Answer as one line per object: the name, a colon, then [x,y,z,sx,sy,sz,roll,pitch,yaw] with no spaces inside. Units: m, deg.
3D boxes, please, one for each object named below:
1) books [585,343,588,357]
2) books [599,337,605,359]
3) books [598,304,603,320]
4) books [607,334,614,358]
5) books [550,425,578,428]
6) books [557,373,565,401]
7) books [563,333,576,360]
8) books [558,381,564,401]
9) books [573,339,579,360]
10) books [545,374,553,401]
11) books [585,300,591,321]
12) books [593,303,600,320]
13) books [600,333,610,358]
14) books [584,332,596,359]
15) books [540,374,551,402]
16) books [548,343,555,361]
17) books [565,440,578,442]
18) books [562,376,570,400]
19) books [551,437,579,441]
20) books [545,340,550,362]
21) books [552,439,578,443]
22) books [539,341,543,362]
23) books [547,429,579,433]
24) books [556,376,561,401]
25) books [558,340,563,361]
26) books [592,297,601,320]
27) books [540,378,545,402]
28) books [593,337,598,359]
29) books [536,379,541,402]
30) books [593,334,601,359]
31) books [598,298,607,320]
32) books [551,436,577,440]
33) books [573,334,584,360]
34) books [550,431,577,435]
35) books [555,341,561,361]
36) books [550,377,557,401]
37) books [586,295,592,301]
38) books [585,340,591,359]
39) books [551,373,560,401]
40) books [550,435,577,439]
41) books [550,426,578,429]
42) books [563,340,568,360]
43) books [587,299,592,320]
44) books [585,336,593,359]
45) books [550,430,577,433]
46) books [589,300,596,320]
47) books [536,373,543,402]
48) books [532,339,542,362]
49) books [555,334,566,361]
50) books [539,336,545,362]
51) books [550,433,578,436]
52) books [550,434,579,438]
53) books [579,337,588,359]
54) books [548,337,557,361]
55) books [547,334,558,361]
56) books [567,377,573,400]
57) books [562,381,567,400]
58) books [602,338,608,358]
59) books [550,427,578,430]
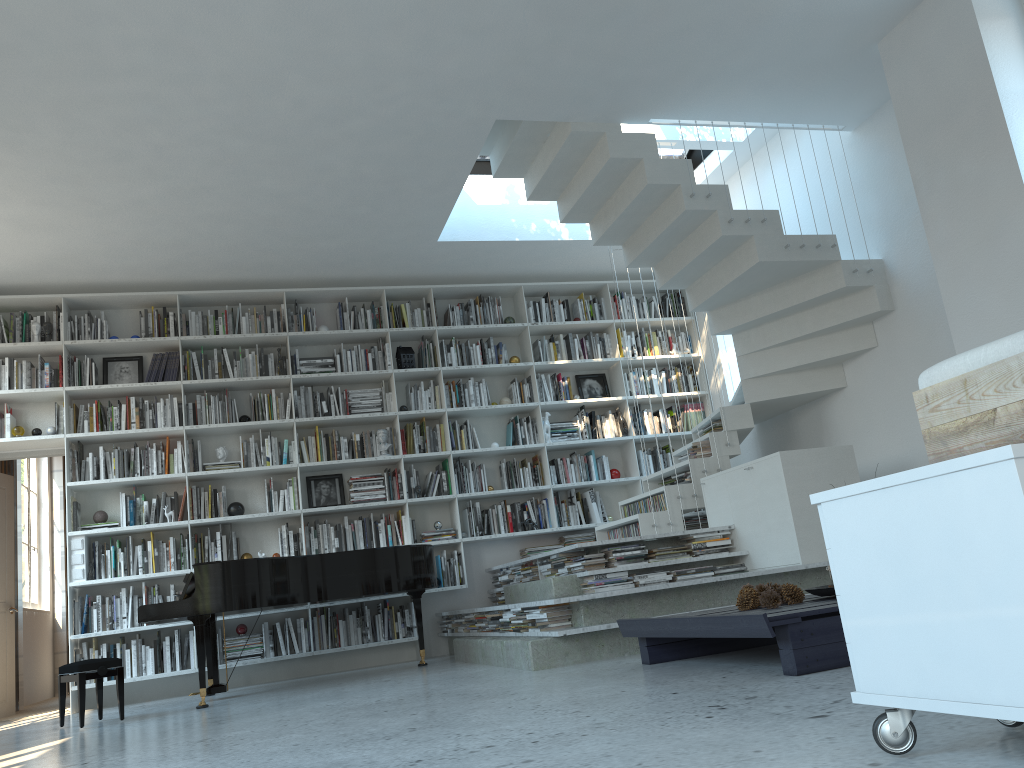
books: [0.660,-0.275,8.253,0.013,0.215,0.178,-4,-14,-18]
books: [0.811,-0.298,8.298,0.030,0.240,0.162,-4,-14,-18]
books: [0.821,-0.635,8.418,0.031,0.211,0.132,-4,-14,-18]
books: [0.896,-0.314,8.331,0.031,0.264,0.170,-4,-14,-18]
books: [0.434,0.400,8.009,0.285,0.012,0.160,-4,-14,-16]
books: [0.431,0.060,8.089,0.014,0.284,0.176,-4,-14,-18]
books: [0.513,-0.302,8.164,0.032,0.264,0.246,-4,-14,-18]
books: [0.426,0.096,8.066,0.013,0.206,0.190,-4,-14,-18]
books: [0.570,-0.281,8.206,0.030,0.229,0.187,-4,-14,-18]
books: [0.331,0.070,8.073,0.012,0.284,0.160,-4,-14,-18]
books: [0.693,-0.651,8.359,0.031,0.248,0.165,-4,-14,-18]
books: [0.775,-0.637,8.379,0.029,0.209,0.170,-4,-14,-18]
books: [0.867,-0.321,8.327,0.026,0.283,0.147,-4,-14,-18]
books: [0.727,-0.321,8.269,0.022,0.294,0.181,-4,-14,-18]
books: [0.292,0.069,8.055,0.065,0.288,0.146,-4,-14,-18]
books: [0.345,-0.255,8.140,0.025,0.207,0.175,-4,-14,-18]
books: [0.451,0.539,7.971,0.285,0.012,0.160,-4,-14,-14]
books: [0.480,0.074,8.104,0.021,0.252,0.167,-4,-14,-18]
books: [0.448,0.515,7.974,0.285,0.012,0.160,-5,-14,-13]
books: [0.311,-0.268,8.158,0.026,0.250,0.131,-4,-14,-18]
books: [0.449,0.528,7.974,0.254,0.012,0.161,-2,-15,-21]
books: [0.247,-0.260,8.127,0.013,0.236,0.142,-4,-14,-18]
books: [0.439,0.434,7.999,0.285,0.012,0.160,-3,-14,-20]
books: [0.400,0.075,8.092,0.020,0.266,0.152,-4,-14,-18]
books: [0.423,-0.267,8.196,0.024,0.235,0.147,-4,-14,-18]
books: [0.792,-0.668,8.412,0.025,0.278,0.136,-4,-14,-18]
books: [0.260,0.090,8.034,0.011,0.247,0.156,-4,-14,-18]
books: [0.756,-0.298,8.283,0.011,0.248,0.152,-4,-14,-18]
books: [0.220,0.095,8.045,0.030,0.253,0.128,-4,-14,-18]
books: [0.779,-0.313,8.284,0.036,0.271,0.177,-4,-14,-18]
books: [0.851,-0.667,8.412,0.026,0.262,0.163,-4,-14,-18]
books: [0.446,0.504,7.980,0.254,0.012,0.161,-4,-14,-14]
books: [0.611,-0.303,8.253,0.048,0.282,0.163,-4,-14,-18]
books: [0.438,0.460,7.999,0.254,0.012,0.161,-3,-14,-17]
books: [0.402,-0.263,8.173,0.030,0.223,0.158,-4,-14,-18]
books: [0.355,0.079,8.089,0.043,0.268,0.131,-4,-14,-18]
books: [0.743,-0.675,8.395,0.020,0.298,0.131,-4,-14,-18]
books: [0.684,-0.280,8.250,0.031,0.217,0.166,-4,-14,-18]
books: [0.387,0.062,8.077,0.012,0.286,0.177,-4,-14,-18]
books: [0.443,0.494,7.986,0.254,0.012,0.161,-4,-14,-16]
books: [0.437,0.410,8.000,0.285,0.012,0.160,-2,-15,-22]
books: [0.473,-0.274,8.200,0.025,0.238,0.143,-4,-14,-18]
books: [0.711,-0.652,8.381,0.017,0.256,0.147,-4,-14,-18]
books: [0.704,-0.301,8.272,0.023,0.263,0.156,-4,-14,-18]
books: [0.442,0.445,7.992,0.254,0.012,0.161,-5,-14,-13]
books: [0.735,-0.648,8.364,0.018,0.234,0.187,-4,-14,-18]
books: [0.242,0.067,8.044,0.015,0.300,0.141,-4,-14,-18]
books: [0.233,-0.267,8.128,0.012,0.253,0.161,-4,-14,-18]
books: [0.449,-0.299,8.189,0.026,0.287,0.156,-4,-14,-18]
books: [0.275,-0.284,8.142,0.051,0.281,0.167,-4,-14,-18]
books: [0.443,0.469,7.986,0.254,0.012,0.161,-2,-15,-22]
books: [0.443,0.482,7.990,0.285,0.012,0.160,-3,-14,-19]
books: [0.650,-0.290,8.236,0.014,0.239,0.190,-4,-14,-18]
books: [0.365,-0.281,8.158,0.026,0.260,0.168,-4,-14,-18]
books: [0.377,-0.297,8.175,0.011,0.295,0.163,-4,-14,-18]
books: [0.507,0.074,8.101,0.026,0.243,0.178,-4,-14,-18]
books: [0.457,0.095,8.092,0.033,0.212,0.153,-4,-14,-18]
books: [0.846,-0.294,8.318,0.022,0.233,0.159,-4,-14,-18]
books: [0.437,0.423,8.004,0.285,0.012,0.160,-4,-14,-16]
